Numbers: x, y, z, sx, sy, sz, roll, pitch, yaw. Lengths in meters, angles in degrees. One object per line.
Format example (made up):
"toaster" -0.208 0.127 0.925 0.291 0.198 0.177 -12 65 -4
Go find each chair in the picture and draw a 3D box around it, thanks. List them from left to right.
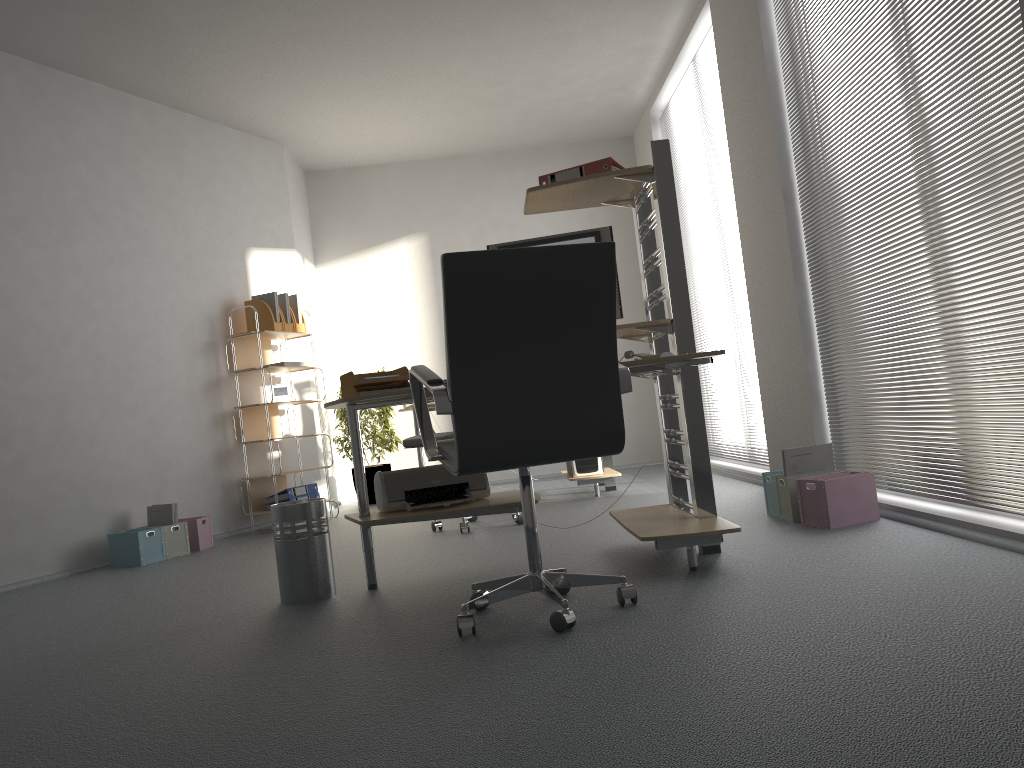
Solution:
"chair" -0.222 0.279 5.041 0.652 1.048 0.584 -5 -2 -36
"chair" 0.030 0.169 2.671 0.584 1.048 0.652 -6 -2 -15

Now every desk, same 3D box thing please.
"desk" -0.103 0.042 6.158 1.469 1.566 0.967 -7 -2 -1
"desk" -0.044 -0.059 3.366 1.469 1.566 0.967 -7 -2 -1

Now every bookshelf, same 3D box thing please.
"bookshelf" -1.662 0.239 6.407 0.381 1.572 0.724 -8 -2 26

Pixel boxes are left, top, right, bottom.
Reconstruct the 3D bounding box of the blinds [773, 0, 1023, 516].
"blinds" 1.460 -0.936 3.433 0.022 2.770 1.950 -7 -2 -1

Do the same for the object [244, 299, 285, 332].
"object" -1.778 -0.481 6.372 0.243 0.259 0.113 -8 -2 24

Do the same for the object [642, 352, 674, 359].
"object" 0.527 -0.098 3.199 0.132 0.026 0.132 -7 -2 -1

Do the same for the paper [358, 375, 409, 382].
"paper" -0.552 -0.010 3.598 0.210 0.010 0.297 -6 -2 -22

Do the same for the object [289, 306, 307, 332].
"object" -1.667 -0.486 6.594 0.243 0.259 0.113 -8 -2 29

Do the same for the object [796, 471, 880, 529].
"object" 1.340 0.480 3.654 0.245 0.202 0.185 -6 -2 -19

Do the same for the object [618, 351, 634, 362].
"object" 0.428 -0.095 3.468 0.159 0.064 0.054 -6 -2 -34

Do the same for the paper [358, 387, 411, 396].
"paper" -0.546 0.041 3.597 0.210 0.019 0.297 -6 -2 -22

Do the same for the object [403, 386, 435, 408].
"object" -0.567 0.074 6.388 0.438 0.162 0.351 -7 -2 -10

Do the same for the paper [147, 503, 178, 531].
"paper" -2.108 0.881 5.358 0.220 0.306 0.068 -8 -2 25

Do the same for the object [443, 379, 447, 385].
"object" 0.013 0.000 3.483 0.478 0.082 0.814 -7 -2 6

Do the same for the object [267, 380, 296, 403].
"object" -1.668 0.057 6.396 0.077 0.161 0.192 -9 -3 44

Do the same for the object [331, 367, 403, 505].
"object" -1.187 0.436 7.460 0.544 1.147 0.644 -8 -2 27

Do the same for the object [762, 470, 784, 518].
"object" 1.304 0.498 4.063 0.245 0.202 0.185 -7 -2 -1

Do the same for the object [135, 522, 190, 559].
"object" -2.107 0.951 5.342 0.245 0.202 0.185 -8 -2 25

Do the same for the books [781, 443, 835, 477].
"books" 1.300 0.421 3.866 0.220 0.306 0.068 -7 -2 -1

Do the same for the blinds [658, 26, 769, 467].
"blinds" 1.399 -0.834 6.232 0.037 2.749 1.950 -7 -2 -1

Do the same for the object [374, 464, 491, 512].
"object" -0.301 0.398 3.488 0.438 0.162 0.351 -6 -2 -17

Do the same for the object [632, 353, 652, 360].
"object" 0.505 -0.096 3.395 0.022 0.042 0.134 -9 -3 41

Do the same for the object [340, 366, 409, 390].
"object" -0.554 -0.027 3.600 0.225 0.060 0.309 -6 -2 -22

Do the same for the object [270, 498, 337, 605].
"object" -0.797 0.639 3.392 0.208 0.377 0.208 -9 -3 42

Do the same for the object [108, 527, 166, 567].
"object" -2.186 0.955 5.175 0.245 0.202 0.185 -8 -2 25

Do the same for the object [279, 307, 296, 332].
"object" -1.726 -0.483 6.485 0.243 0.259 0.113 -8 -2 26

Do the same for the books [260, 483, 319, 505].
"books" -1.598 0.789 6.375 0.263 0.100 0.320 -8 -2 27

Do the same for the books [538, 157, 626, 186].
"books" 0.313 -0.829 3.616 0.320 0.072 0.262 -8 -2 31

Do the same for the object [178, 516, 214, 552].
"object" -2.035 0.950 5.558 0.245 0.202 0.185 -7 -2 7

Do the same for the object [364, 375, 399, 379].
"object" -0.516 -0.026 3.504 0.159 0.009 0.008 -5 -2 -38

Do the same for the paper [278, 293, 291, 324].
"paper" -1.721 -0.503 6.505 0.213 0.297 0.045 -8 -2 26

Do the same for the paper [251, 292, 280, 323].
"paper" -1.773 -0.500 6.392 0.213 0.297 0.045 -8 -2 24

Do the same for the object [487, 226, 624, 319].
"object" 0.196 -0.398 3.676 0.516 0.418 0.245 -8 -2 21

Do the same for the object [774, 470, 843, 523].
"object" 1.308 0.491 3.878 0.245 0.202 0.185 -7 -2 -1

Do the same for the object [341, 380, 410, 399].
"object" -0.548 0.029 3.598 0.225 0.060 0.309 -6 -2 -22

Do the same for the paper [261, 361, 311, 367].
"paper" -1.652 -0.129 6.499 0.213 0.046 0.297 -8 -2 26

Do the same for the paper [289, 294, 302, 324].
"paper" -1.660 -0.506 6.613 0.213 0.297 0.045 -8 -2 29

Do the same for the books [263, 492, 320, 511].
"books" -1.583 0.842 6.369 0.262 0.072 0.320 -8 -2 27

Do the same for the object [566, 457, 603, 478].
"object" 0.473 0.406 6.080 0.199 0.422 0.471 -7 -2 -1
